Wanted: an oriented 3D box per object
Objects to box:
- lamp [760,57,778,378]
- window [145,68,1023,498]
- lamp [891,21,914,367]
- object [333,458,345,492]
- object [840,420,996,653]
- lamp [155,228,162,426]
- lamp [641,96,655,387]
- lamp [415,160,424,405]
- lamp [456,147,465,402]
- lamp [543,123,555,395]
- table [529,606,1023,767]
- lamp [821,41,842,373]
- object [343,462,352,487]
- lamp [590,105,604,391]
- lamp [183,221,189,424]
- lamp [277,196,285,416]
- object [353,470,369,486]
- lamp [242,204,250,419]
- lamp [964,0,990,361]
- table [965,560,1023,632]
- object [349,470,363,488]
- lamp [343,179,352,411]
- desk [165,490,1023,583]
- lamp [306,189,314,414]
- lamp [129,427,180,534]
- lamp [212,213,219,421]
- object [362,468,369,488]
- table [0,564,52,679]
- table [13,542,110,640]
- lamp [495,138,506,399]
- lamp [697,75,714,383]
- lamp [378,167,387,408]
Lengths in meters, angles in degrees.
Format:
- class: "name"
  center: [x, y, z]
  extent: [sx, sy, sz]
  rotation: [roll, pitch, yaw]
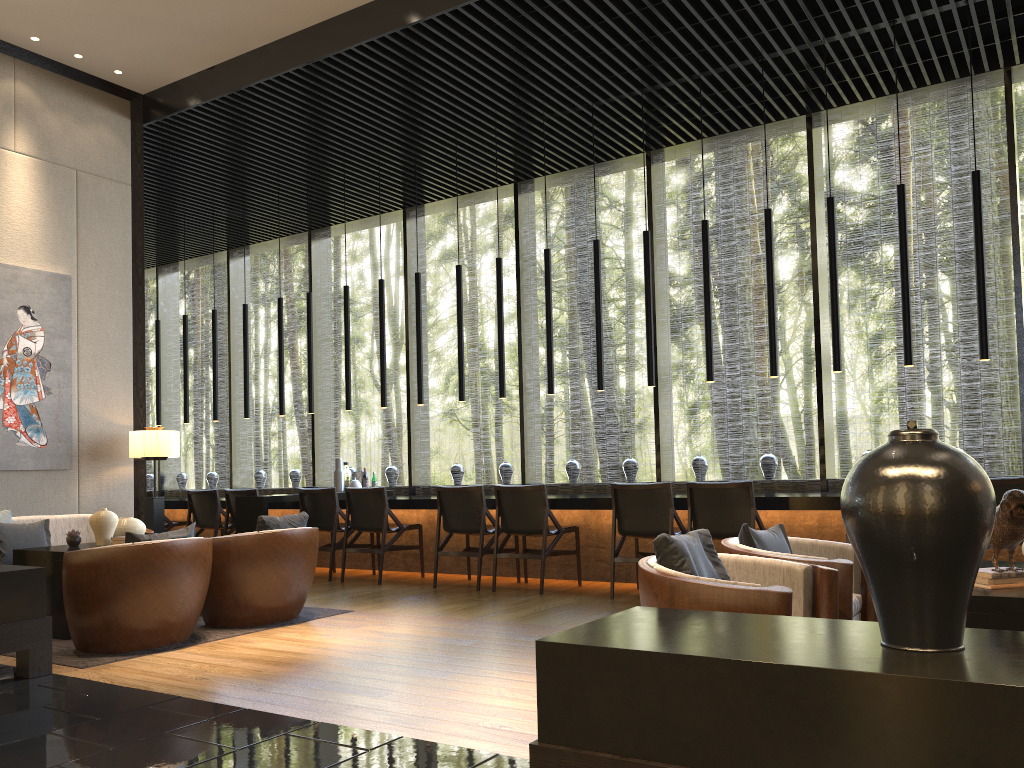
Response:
- class: "lamp"
  center: [1.922, -1.257, 6.642]
  extent: [0.060, 2.414, 0.060]
  rotation: [-3, -3, 38]
- class: "window"
  center: [-8.806, -0.162, 8.126]
  extent: [31.929, 4.215, 12.079]
  rotation: [-5, -6, 33]
- class: "lamp"
  center: [2.701, -1.326, 6.143]
  extent: [0.060, 2.414, 0.060]
  rotation: [-3, -3, 28]
- class: "object"
  center: [-1.760, 0.927, 9.012]
  extent: [0.113, 0.343, 0.113]
  rotation: [-3, -3, 28]
- class: "object"
  center: [0.892, 0.327, 1.949]
  extent: [0.312, 0.491, 0.312]
  rotation: [-3, -3, 21]
- class: "lamp"
  center: [-4.237, -0.708, 10.591]
  extent: [0.060, 2.414, 0.060]
  rotation: [-3, -3, 28]
- class: "lamp"
  center: [1.091, -1.183, 7.175]
  extent: [0.060, 2.414, 0.060]
  rotation: [-3, -3, 38]
- class: "lamp"
  center: [-0.898, -1.005, 8.450]
  extent: [0.060, 2.414, 0.060]
  rotation: [-3, -3, 28]
- class: "lamp"
  center: [-0.490, -1.042, 8.189]
  extent: [0.060, 2.414, 0.060]
  rotation: [-3, -3, 28]
- class: "lamp"
  center: [0.307, -1.113, 7.678]
  extent: [0.060, 2.414, 0.060]
  rotation: [-3, -3, 38]
- class: "table"
  center: [1.032, 0.814, 1.821]
  extent: [1.963, 0.511, 0.621]
  rotation: [-5, -5, 33]
- class: "lamp"
  center: [2.304, -1.291, 6.398]
  extent: [0.060, 2.414, 0.060]
  rotation: [-3, -3, 28]
- class: "object"
  center: [-1.716, 0.960, 9.160]
  extent: [0.129, 0.304, 0.129]
  rotation: [-2, -3, 19]
- class: "lamp"
  center: [0.709, -1.149, 7.420]
  extent: [0.060, 2.414, 0.060]
  rotation: [-3, -3, 28]
- class: "lamp"
  center: [-3.805, -0.746, 10.314]
  extent: [0.060, 2.414, 0.060]
  rotation: [-3, -3, 28]
- class: "lamp"
  center: [-2.476, -0.865, 9.462]
  extent: [0.060, 2.414, 0.060]
  rotation: [-3, -3, 28]
- class: "object"
  center: [-1.581, 1.011, 9.270]
  extent: [0.169, 0.219, 0.169]
  rotation: [-3, -4, 28]
- class: "lamp"
  center: [-2.939, -0.823, 9.759]
  extent: [0.060, 2.414, 0.060]
  rotation: [-3, -3, 28]
- class: "lamp"
  center: [3.091, -1.361, 5.893]
  extent: [0.060, 2.414, 0.060]
  rotation: [-3, -3, 28]
- class: "table"
  center: [1.805, 0.911, 2.975]
  extent: [0.576, 0.516, 1.044]
  rotation: [-4, -6, 32]
- class: "object"
  center: [-1.601, 0.988, 9.026]
  extent: [0.136, 0.217, 0.136]
  rotation: [-3, -3, 20]
- class: "lamp"
  center: [-1.673, -0.936, 8.947]
  extent: [0.060, 2.414, 0.060]
  rotation: [-3, -3, 28]
- class: "desk"
  center: [-6.017, 1.825, 11.380]
  extent: [28.773, 0.757, 1.784]
  rotation: [-5, -6, 33]
- class: "lamp"
  center: [-2.113, -0.897, 9.229]
  extent: [0.060, 2.414, 0.060]
  rotation: [-3, -3, 28]
- class: "lamp"
  center: [-2.853, 1.023, 7.080]
  extent: [0.375, 1.347, 0.376]
  rotation: [0, -3, -28]
- class: "lamp"
  center: [-3.373, -0.785, 10.037]
  extent: [0.060, 2.414, 0.060]
  rotation: [-3, -3, 28]
- class: "object"
  center: [-1.520, 0.989, 9.161]
  extent: [0.067, 0.237, 0.067]
  rotation: [-3, -3, 26]
- class: "table"
  center: [-3.211, 1.192, 4.541]
  extent: [1.963, 0.511, 0.621]
  rotation: [-5, -5, 33]
- class: "table"
  center: [-2.580, 1.302, 5.787]
  extent: [0.576, 0.516, 1.044]
  rotation: [-4, -6, 32]
- class: "lamp"
  center: [-0.115, -1.075, 7.948]
  extent: [0.060, 2.414, 0.060]
  rotation: [-3, -3, 28]
- class: "lamp"
  center: [1.507, -1.220, 6.909]
  extent: [0.060, 2.414, 0.060]
  rotation: [-3, -3, 28]
- class: "lamp"
  center: [-1.282, -0.971, 8.696]
  extent: [0.060, 2.414, 0.060]
  rotation: [-3, -3, 28]
